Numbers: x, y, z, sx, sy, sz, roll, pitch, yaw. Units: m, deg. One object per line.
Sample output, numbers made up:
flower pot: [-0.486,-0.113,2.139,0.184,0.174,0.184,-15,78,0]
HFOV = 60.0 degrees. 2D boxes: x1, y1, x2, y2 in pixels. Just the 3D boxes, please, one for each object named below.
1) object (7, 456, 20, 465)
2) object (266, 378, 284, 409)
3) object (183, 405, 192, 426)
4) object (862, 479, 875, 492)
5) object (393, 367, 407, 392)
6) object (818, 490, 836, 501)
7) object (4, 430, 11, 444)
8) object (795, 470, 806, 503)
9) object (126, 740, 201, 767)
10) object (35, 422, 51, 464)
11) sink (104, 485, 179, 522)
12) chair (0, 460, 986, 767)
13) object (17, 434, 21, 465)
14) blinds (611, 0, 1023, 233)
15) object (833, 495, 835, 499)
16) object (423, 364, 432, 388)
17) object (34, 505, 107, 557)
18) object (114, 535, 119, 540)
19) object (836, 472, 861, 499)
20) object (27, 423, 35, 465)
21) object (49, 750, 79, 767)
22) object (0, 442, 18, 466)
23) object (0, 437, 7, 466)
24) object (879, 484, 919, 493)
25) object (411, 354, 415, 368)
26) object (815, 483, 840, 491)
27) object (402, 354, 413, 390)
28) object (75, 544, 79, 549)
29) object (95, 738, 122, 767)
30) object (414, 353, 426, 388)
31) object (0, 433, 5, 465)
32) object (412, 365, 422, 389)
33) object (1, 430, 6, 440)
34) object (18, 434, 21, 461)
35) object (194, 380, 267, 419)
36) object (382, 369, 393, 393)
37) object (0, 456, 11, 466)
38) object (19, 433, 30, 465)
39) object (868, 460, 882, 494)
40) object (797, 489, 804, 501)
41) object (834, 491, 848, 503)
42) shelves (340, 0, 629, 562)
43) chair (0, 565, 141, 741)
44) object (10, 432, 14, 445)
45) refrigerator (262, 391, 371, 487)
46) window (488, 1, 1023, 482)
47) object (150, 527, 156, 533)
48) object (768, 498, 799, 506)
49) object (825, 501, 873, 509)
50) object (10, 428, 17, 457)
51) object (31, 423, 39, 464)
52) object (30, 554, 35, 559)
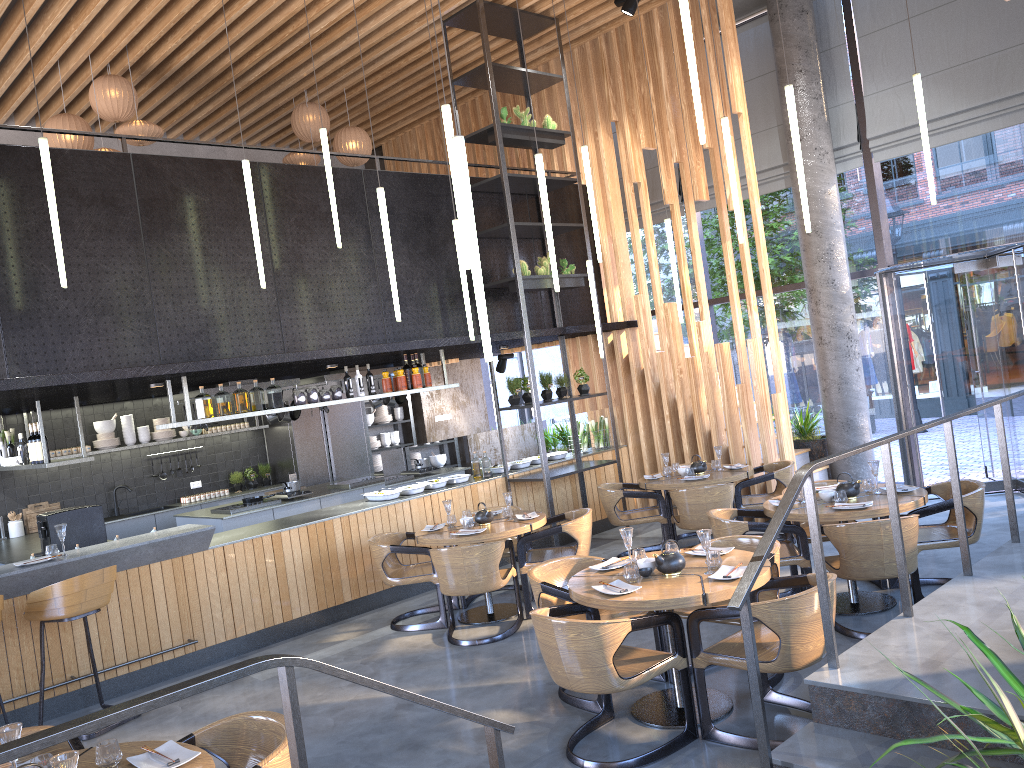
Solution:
object: [-5.004,0.760,8.966,0.172,0.110,0.159,-8,1,30]
object: [-2.122,0.083,7.922,0.105,0.274,0.105,-8,1,-43]
object: [-3.577,0.337,9.806,0.074,0.256,0.074,-8,0,2]
object: [2.558,0.730,6.370,0.086,0.086,0.086,-8,0,-6]
object: [-1.141,-0.047,8.989,0.096,0.246,0.235,-8,1,-23]
object: [2.223,0.789,6.248,0.116,0.065,0.116,-8,1,15]
object: [-5.443,0.681,9.618,0.047,0.365,0.105,-8,0,-7]
object: [2.067,0.728,6.305,0.082,0.227,0.082,-8,1,-23]
object: [-1.247,1.324,3.147,0.294,0.025,0.170,-8,1,44]
object: [-4.258,0.530,8.032,0.100,0.378,0.101,-8,1,40]
sink: [-4.725,1.504,10.828,1.111,0.547,0.498,-8,1,-43]
chair: [-0.635,1.611,5.135,9.749,0.759,4.352,-8,1,-42]
object: [-4.816,0.639,8.715,0.073,0.305,0.072,-8,1,-11]
blinds: [3.312,-3.364,6.354,8.760,2.314,17.610,-8,0,0]
object: [2.267,0.795,6.146,0.080,0.042,0.080,-8,1,32]
object: [-0.890,-0.084,9.195,0.096,0.246,0.096,-8,0,2]
object: [-4.046,1.340,8.076,0.562,0.400,0.322,-8,1,-43]
object: [-3.090,1.290,6.945,0.048,0.203,0.096,-8,0,2]
object: [2.362,0.711,6.241,0.168,0.179,0.163,-8,1,13]
object: [-4.432,0.553,8.219,0.100,0.378,0.101,-8,1,40]
object: [-1.340,1.238,2.686,0.082,0.227,0.082,-8,1,-22]
object: [-5.534,0.768,9.681,0.234,0.231,0.248,-8,1,-15]
object: [-5.399,0.715,9.399,0.072,0.305,0.073,-8,1,20]
object: [2.717,0.739,6.262,0.170,0.025,0.294,-8,0,-8]
object: [-1.017,-0.135,9.233,0.105,0.380,0.105,-8,0,7]
object: [2.359,0.786,6.675,0.294,0.025,0.170,-8,0,5]
object: [-1.064,-0.126,9.018,0.105,0.380,0.105,-8,1,-13]
object: [-3.292,1.320,6.744,0.038,0.203,0.057,-8,1,-18]
object: [-1.437,1.319,3.157,0.086,0.086,0.086,-8,1,-18]
object: [-0.960,-0.141,9.076,0.105,0.380,0.105,-8,1,22]
object: [-5.523,0.702,9.598,0.118,0.345,0.055,-8,1,-10]
object: [-0.965,-0.071,8.946,0.096,0.246,0.096,-8,0,2]
object: [-5.533,0.686,9.651,0.113,0.381,0.056,-8,1,-12]
object: [-4.741,0.629,8.600,0.073,0.305,0.072,-8,1,-35]
object: [-2.420,0.128,7.654,0.630,0.274,0.139,-8,1,-45]
object: [-1.266,-0.029,8.947,0.096,0.246,0.096,-8,0,2]
object: [-5.175,0.783,9.114,0.159,0.110,0.172,-8,1,-38]
object: [-4.674,0.621,8.483,0.073,0.305,0.072,-8,0,1]
object: [2.570,0.657,6.266,0.082,0.227,0.082,-8,1,29]
object: [2.085,0.796,6.391,0.086,0.086,0.086,-8,1,33]
object: [2.241,0.777,6.043,0.086,0.086,0.086,-8,1,-35]
shelves: [-0.991,-0.884,11.398,1.247,5.690,5.494,-8,1,-33]
chair: [-5.542,2.148,5.913,5.395,1.047,2.787,-8,1,24]
object: [-5.466,0.693,9.685,0.093,0.347,0.057,-8,1,44]
refrigerator: [-2.705,1.197,12.549,1.131,2.027,0.803,-8,1,-43]
window: [-0.752,-0.977,6.249,12.739,5.897,12.900,-8,1,-43]
object: [-2.891,1.260,7.162,0.100,0.203,0.040,-8,1,18]
object: [1.943,0.847,6.357,0.170,0.025,0.294,-8,0,5]
object: [2.233,0.811,5.880,0.294,0.025,0.170,-8,1,27]
object: [-5.495,0.678,9.775,0.084,0.386,0.046,-8,1,28]
object: [-4.346,0.542,8.127,0.100,0.378,0.101,-8,1,41]
object: [-3.533,1.356,6.554,0.077,0.203,0.029,-8,1,37]
